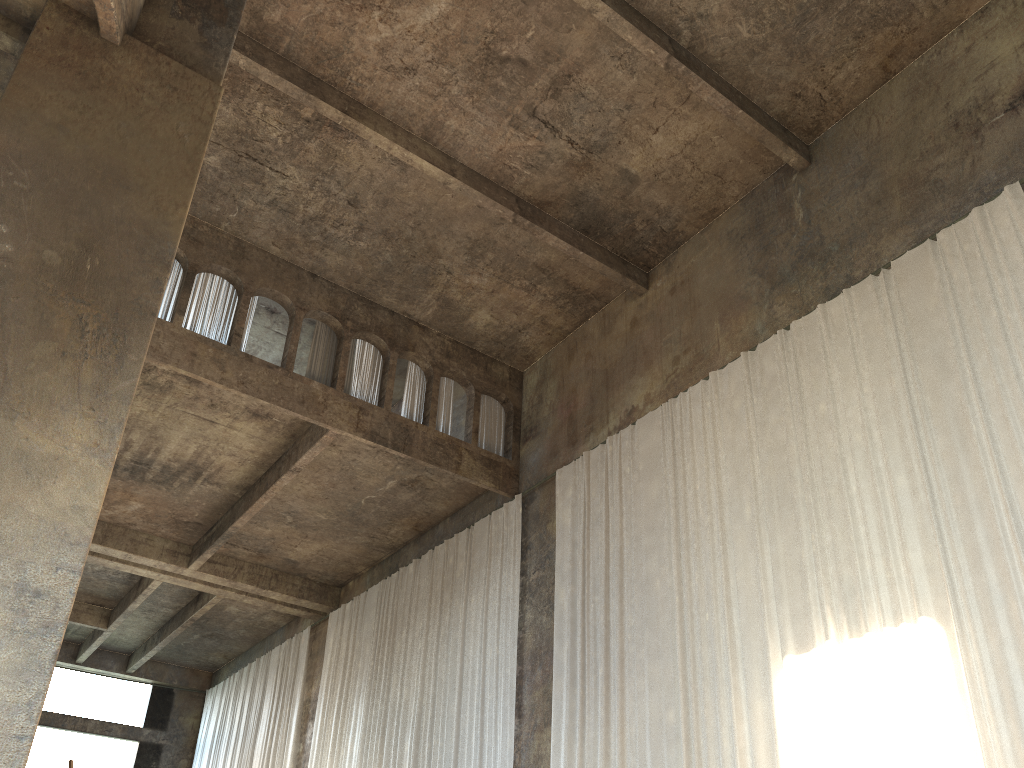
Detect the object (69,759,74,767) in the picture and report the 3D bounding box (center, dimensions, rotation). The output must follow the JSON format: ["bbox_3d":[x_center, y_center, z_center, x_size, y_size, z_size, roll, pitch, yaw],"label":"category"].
[{"bbox_3d":[-1.939,2.727,3.784,0.686,2.021,0.742,7,-31,-7],"label":"object"}]

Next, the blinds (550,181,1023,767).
[{"bbox_3d":[2.803,3.201,9.834,0.280,8.143,8.137,20,-36,-27],"label":"blinds"}]

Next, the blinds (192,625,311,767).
[{"bbox_3d":[-7.331,11.211,22.387,0.281,8.143,8.121,21,-37,-29],"label":"blinds"}]

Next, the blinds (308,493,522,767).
[{"bbox_3d":[-2.256,7.200,16.101,0.280,8.143,8.137,20,-36,-27],"label":"blinds"}]
